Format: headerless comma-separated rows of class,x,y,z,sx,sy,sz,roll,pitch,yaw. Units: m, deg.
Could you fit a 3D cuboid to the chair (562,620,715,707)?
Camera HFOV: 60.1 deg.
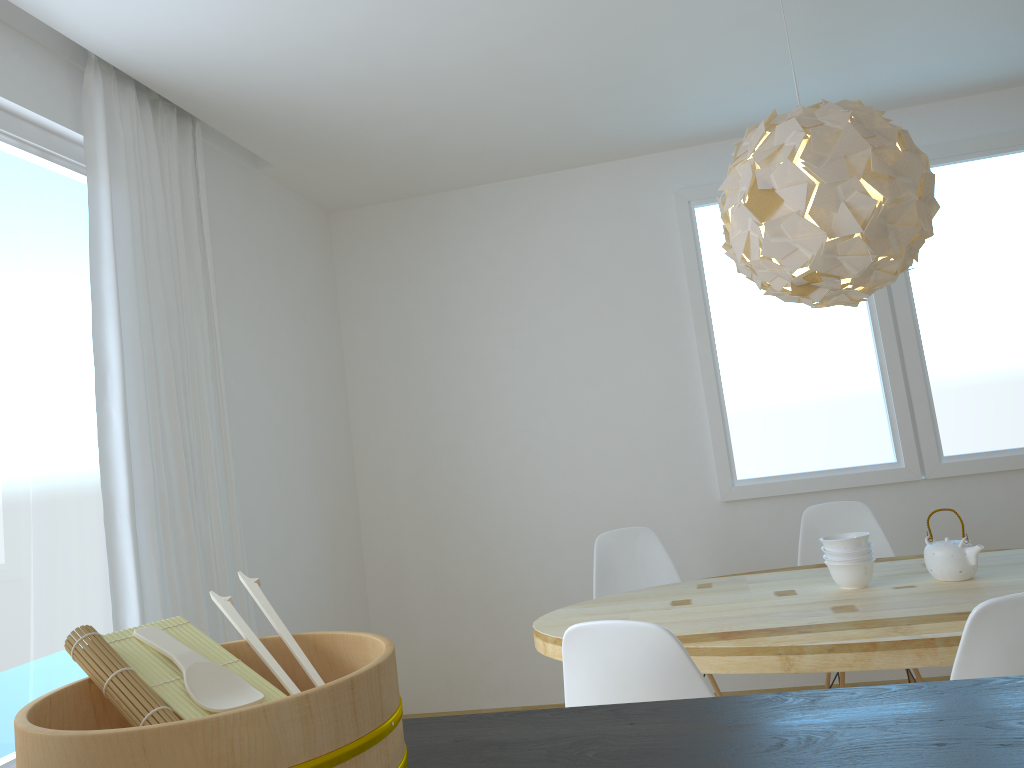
chair,0.401,0.942,2.018,0.427,0.909,0.522,-11,-8,31

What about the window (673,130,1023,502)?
window,1.631,-0.151,3.066,1.876,2.069,2.536,-8,-6,11

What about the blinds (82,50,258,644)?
blinds,-1.156,-0.040,3.093,0.150,2.177,0.790,-9,-7,11

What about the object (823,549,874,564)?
object,1.053,0.567,2.757,0.151,0.093,0.151,-3,-7,-40

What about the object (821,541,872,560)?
object,1.049,0.543,2.758,0.151,0.096,0.150,-10,-6,27

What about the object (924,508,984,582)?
object,1.327,0.486,2.686,0.147,0.213,0.176,-8,-6,10

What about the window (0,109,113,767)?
window,-1.584,0.107,1.823,0.088,1.932,2.713,-9,-5,11

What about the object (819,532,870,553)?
object,1.045,0.516,2.764,0.151,0.088,0.152,-11,-6,39

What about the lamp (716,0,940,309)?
lamp,0.937,-0.787,2.778,0.638,1.144,0.643,-8,-7,10

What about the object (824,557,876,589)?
object,1.059,0.590,2.756,0.152,0.083,0.151,-3,-6,-40

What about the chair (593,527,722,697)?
chair,0.574,1.018,3.357,0.430,0.909,0.518,-5,-7,-14

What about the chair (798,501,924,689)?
chair,1.330,0.921,3.338,0.429,0.909,0.520,-8,-7,11

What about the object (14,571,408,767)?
object,-0.328,0.341,0.948,0.427,0.216,0.378,-11,-6,39

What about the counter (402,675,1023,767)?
counter,0.629,0.331,0.714,2.396,0.040,0.598,-8,-4,11

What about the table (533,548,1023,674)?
table,1.179,0.974,2.595,2.186,0.731,1.187,-8,-5,9
